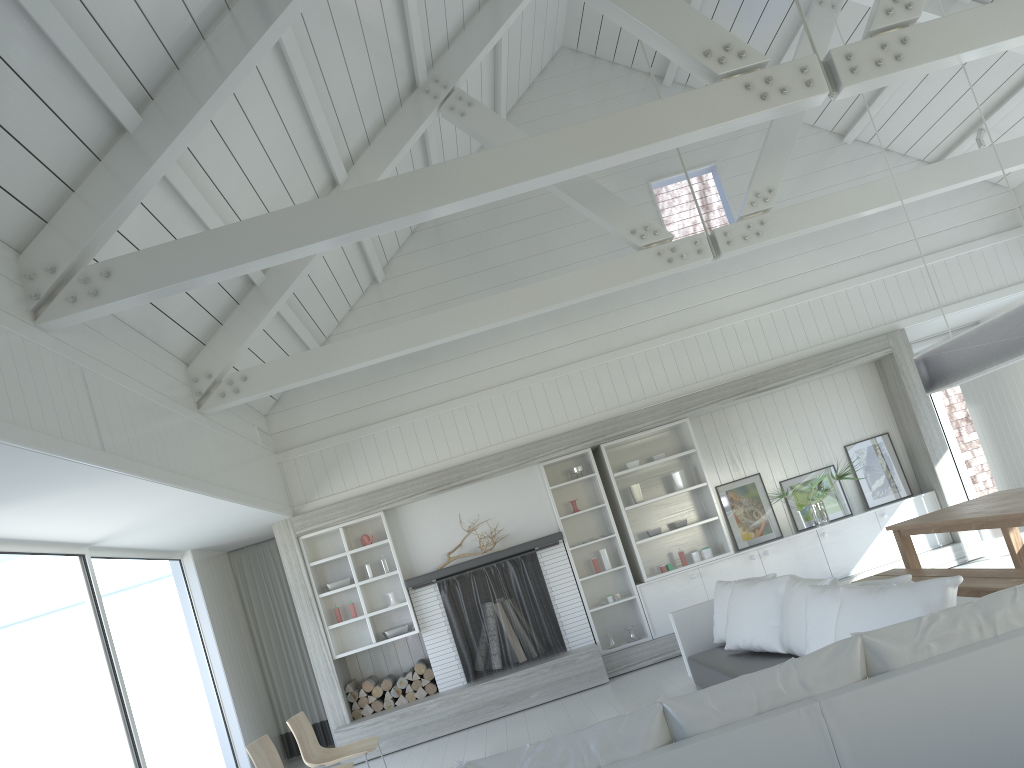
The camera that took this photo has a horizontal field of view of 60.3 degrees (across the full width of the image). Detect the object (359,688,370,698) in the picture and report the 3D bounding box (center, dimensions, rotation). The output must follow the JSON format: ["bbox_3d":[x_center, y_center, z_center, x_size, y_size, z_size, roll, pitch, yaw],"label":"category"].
[{"bbox_3d":[-1.474,3.064,8.823,0.080,0.079,0.485,-17,-11,-6],"label":"object"}]

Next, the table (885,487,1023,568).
[{"bbox_3d":[3.384,0.998,5.157,0.904,0.755,2.991,-17,-11,-4],"label":"table"}]

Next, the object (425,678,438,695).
[{"bbox_3d":[-0.805,3.033,8.854,0.109,0.110,0.502,-17,-11,-6],"label":"object"}]

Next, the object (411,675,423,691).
[{"bbox_3d":[-0.940,2.997,8.854,0.109,0.108,0.502,-17,-11,-6],"label":"object"}]

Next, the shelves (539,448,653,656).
[{"bbox_3d":[0.825,1.720,9.061,0.540,1.981,0.612,-17,-6,-4],"label":"shelves"}]

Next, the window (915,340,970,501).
[{"bbox_3d":[5.918,0.639,11.610,0.037,2.405,0.957,-17,-6,-5],"label":"window"}]

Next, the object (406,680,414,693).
[{"bbox_3d":[-1.021,3.024,8.837,0.080,0.079,0.485,-17,-11,-6],"label":"object"}]

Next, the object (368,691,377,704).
[{"bbox_3d":[-1.373,3.119,8.826,0.080,0.079,0.485,-17,-11,-6],"label":"object"}]

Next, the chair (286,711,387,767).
[{"bbox_3d":[-1.194,2.595,6.026,0.554,0.773,0.603,-17,-7,-4],"label":"chair"}]

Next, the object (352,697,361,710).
[{"bbox_3d":[-1.539,3.182,8.810,0.080,0.079,0.485,-17,-11,-6],"label":"object"}]

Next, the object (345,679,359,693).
[{"bbox_3d":[-1.607,3.018,8.825,0.080,0.079,0.485,-17,-11,-6],"label":"object"}]

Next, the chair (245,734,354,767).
[{"bbox_3d":[-1.232,2.449,5.246,0.554,0.773,0.603,-17,-7,-4],"label":"chair"}]

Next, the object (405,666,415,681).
[{"bbox_3d":[-1.020,2.913,8.848,0.086,0.090,0.486,-17,-11,-6],"label":"object"}]

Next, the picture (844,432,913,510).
[{"bbox_3d":[3.811,0.902,9.166,0.494,0.697,0.066,-17,-5,-3],"label":"picture"}]

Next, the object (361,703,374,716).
[{"bbox_3d":[-1.417,3.239,8.837,0.134,0.145,0.556,-17,-11,-5],"label":"object"}]

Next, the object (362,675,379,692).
[{"bbox_3d":[-1.418,3.005,8.844,0.109,0.110,0.502,-17,-11,-6],"label":"object"}]

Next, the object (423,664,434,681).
[{"bbox_3d":[-0.824,2.900,8.867,0.109,0.108,0.502,-17,-11,-6],"label":"object"}]

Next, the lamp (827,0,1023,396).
[{"bbox_3d":[2.372,-2.140,5.397,0.200,4.202,1.930,-17,-6,-5],"label":"lamp"}]

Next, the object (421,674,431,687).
[{"bbox_3d":[-0.854,2.961,8.853,0.080,0.079,0.485,-17,-11,-6],"label":"object"}]

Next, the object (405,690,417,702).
[{"bbox_3d":[-0.995,3.114,8.850,0.108,0.105,0.522,-17,-11,-6],"label":"object"}]

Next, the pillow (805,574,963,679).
[{"bbox_3d":[1.777,1.223,4.343,0.463,0.473,1.343,-16,-10,-13],"label":"pillow"}]

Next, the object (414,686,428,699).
[{"bbox_3d":[-0.899,3.081,8.863,0.134,0.145,0.556,-17,-11,-5],"label":"object"}]

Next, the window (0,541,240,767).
[{"bbox_3d":[-2.795,1.895,4.253,0.080,2.394,8.841,-17,-11,-5],"label":"window"}]

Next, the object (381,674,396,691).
[{"bbox_3d":[-1.239,2.996,8.848,0.109,0.108,0.502,-17,-11,-6],"label":"object"}]

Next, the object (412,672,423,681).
[{"bbox_3d":[-0.956,2.905,8.850,0.080,0.079,0.485,-17,-11,-6],"label":"object"}]

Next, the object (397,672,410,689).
[{"bbox_3d":[-1.085,2.976,8.854,0.109,0.108,0.502,-17,-11,-6],"label":"object"}]

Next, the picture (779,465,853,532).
[{"bbox_3d":[3.149,1.184,9.135,0.608,0.548,0.054,-17,-5,-3],"label":"picture"}]

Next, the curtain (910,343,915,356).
[{"bbox_3d":[4.577,0.759,10.246,1.005,2.348,0.118,-17,-5,-2],"label":"curtain"}]

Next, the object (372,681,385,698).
[{"bbox_3d":[-1.327,3.058,8.840,0.109,0.108,0.502,-17,-11,-6],"label":"object"}]

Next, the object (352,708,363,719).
[{"bbox_3d":[-1.513,3.272,8.823,0.108,0.105,0.522,-17,-11,-6],"label":"object"}]

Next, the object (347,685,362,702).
[{"bbox_3d":[-1.564,3.100,8.831,0.109,0.108,0.502,-17,-11,-6],"label":"object"}]

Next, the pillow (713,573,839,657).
[{"bbox_3d":[1.780,1.559,6.000,0.459,0.472,2.095,-16,-11,-12],"label":"pillow"}]

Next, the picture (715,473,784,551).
[{"bbox_3d":[2.446,1.318,9.096,0.494,0.697,0.066,-17,-5,-3],"label":"picture"}]

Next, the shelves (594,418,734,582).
[{"bbox_3d":[1.546,1.214,9.127,0.937,1.429,0.612,-17,-6,-3],"label":"shelves"}]

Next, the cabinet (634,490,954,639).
[{"bbox_3d":[2.824,1.852,9.066,3.176,0.546,0.662,-17,-9,-3],"label":"cabinet"}]

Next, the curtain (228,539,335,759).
[{"bbox_3d":[-2.528,2.898,9.740,0.629,2.348,0.118,-17,-5,-4],"label":"curtain"}]

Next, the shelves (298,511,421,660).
[{"bbox_3d":[-1.501,2.010,8.853,0.864,1.227,0.555,-17,-6,-3],"label":"shelves"}]

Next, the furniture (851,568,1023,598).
[{"bbox_3d":[2.738,1.345,5.103,0.339,0.466,2.720,-17,-11,-5],"label":"furniture"}]

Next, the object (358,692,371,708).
[{"bbox_3d":[-1.459,3.155,8.828,0.109,0.108,0.502,-17,-11,-6],"label":"object"}]

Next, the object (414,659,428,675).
[{"bbox_3d":[-0.909,2.843,8.871,0.109,0.110,0.502,-17,-11,-6],"label":"object"}]

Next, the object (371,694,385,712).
[{"bbox_3d":[-1.323,3.191,8.828,0.109,0.110,0.502,-17,-11,-6],"label":"object"}]
